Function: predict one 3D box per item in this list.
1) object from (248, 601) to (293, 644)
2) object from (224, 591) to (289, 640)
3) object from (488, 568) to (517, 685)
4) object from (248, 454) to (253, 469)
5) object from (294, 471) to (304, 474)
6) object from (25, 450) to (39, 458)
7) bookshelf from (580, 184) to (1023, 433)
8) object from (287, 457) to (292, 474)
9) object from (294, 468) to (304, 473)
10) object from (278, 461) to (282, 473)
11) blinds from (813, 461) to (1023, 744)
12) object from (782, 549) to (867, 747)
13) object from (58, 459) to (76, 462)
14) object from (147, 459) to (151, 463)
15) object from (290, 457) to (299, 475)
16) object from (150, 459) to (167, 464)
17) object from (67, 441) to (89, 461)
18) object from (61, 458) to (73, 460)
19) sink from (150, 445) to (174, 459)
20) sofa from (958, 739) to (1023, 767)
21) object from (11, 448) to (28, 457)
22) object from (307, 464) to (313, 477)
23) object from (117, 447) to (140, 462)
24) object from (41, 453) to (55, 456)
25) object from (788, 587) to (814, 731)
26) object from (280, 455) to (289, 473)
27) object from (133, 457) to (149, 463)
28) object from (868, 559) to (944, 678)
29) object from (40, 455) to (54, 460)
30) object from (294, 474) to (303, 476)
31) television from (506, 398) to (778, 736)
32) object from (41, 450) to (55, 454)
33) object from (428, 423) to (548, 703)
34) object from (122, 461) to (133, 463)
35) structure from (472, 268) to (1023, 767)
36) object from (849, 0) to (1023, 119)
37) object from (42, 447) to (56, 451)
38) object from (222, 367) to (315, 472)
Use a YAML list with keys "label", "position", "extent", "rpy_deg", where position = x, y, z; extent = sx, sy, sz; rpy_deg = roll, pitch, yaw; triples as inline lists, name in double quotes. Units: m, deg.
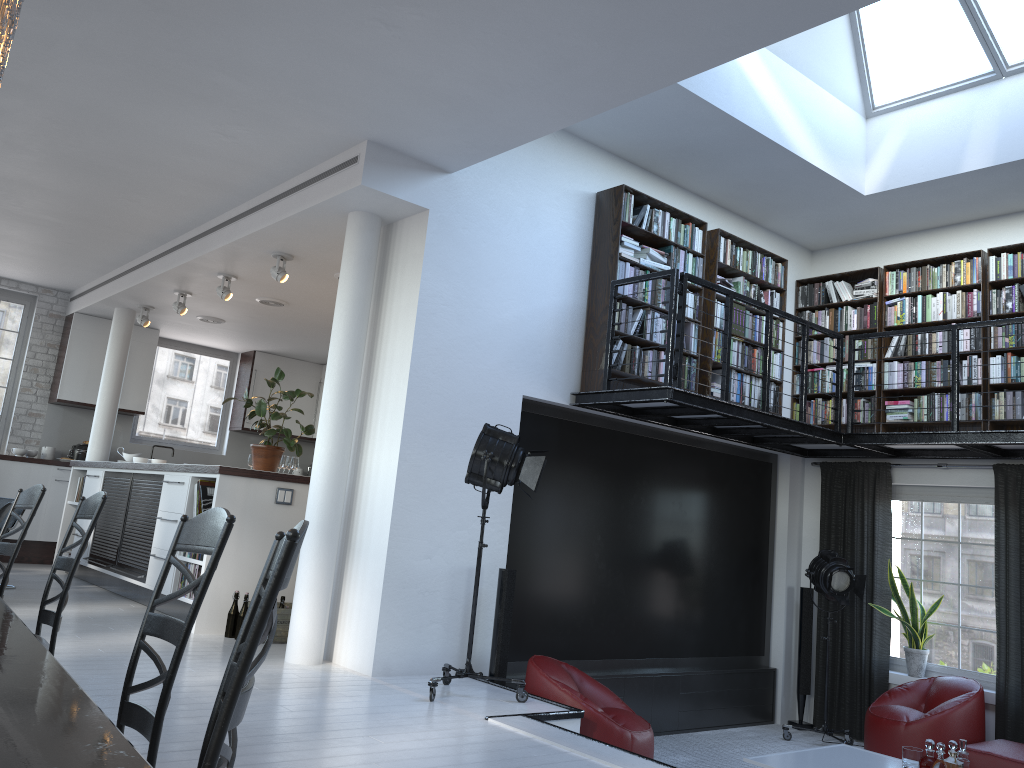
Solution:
- label: "object"
  position: [-1.686, 1.746, 6.502]
  extent: [0.453, 0.250, 0.388]
  rpy_deg: [12, -12, -33]
- label: "object"
  position: [-1.775, 1.688, 6.435]
  extent: [0.555, 0.327, 0.287]
  rpy_deg: [8, -10, -12]
- label: "object"
  position: [-0.102, 1.831, 5.783]
  extent: [0.157, 1.230, 0.156]
  rpy_deg: [-1, -13, 31]
- label: "object"
  position: [-2.599, 0.814, 8.836]
  extent: [0.082, 0.224, 0.082]
  rpy_deg: [6, -11, -2]
- label: "object"
  position: [-3.095, 1.291, 12.820]
  extent: [0.153, 0.067, 0.151]
  rpy_deg: [5, -9, 7]
- label: "object"
  position: [-5.736, 0.838, 10.562]
  extent: [0.156, 0.093, 0.155]
  rpy_deg: [0, -11, 31]
- label: "bookshelf"
  position: [3.204, -0.579, 6.109]
  extent: [3.074, 1.627, 4.465]
  rpy_deg: [14, -12, -39]
- label: "object"
  position: [-2.162, 0.819, 8.593]
  extent: [0.083, 0.224, 0.082]
  rpy_deg: [3, -11, 15]
- label: "object"
  position: [-3.095, 1.260, 12.827]
  extent: [0.153, 0.070, 0.151]
  rpy_deg: [5, -10, 7]
- label: "object"
  position: [-2.240, 0.804, 8.550]
  extent: [0.083, 0.224, 0.082]
  rpy_deg: [2, -11, 17]
- label: "blinds"
  position: [3.588, 1.824, 7.196]
  extent: [0.125, 2.402, 2.502]
  rpy_deg: [15, -13, -38]
- label: "object"
  position: [3.556, 2.173, 6.733]
  extent: [2.904, 1.589, 0.748]
  rpy_deg: [-1, -13, 34]
- label: "object"
  position: [-5.323, 0.924, 10.628]
  extent: [0.261, 0.028, 0.260]
  rpy_deg: [-1, -12, 38]
- label: "object"
  position: [-3.860, 0.859, 9.520]
  extent: [0.156, 0.093, 0.155]
  rpy_deg: [-1, -12, 36]
- label: "object"
  position: [-2.096, 0.814, 8.517]
  extent: [0.082, 0.224, 0.082]
  rpy_deg: [11, -12, -25]
- label: "object"
  position: [-3.747, 0.849, 9.385]
  extent: [0.156, 0.093, 0.156]
  rpy_deg: [10, -11, -24]
- label: "object"
  position: [-5.270, 0.850, 10.973]
  extent: [0.412, 0.293, 0.278]
  rpy_deg: [14, -13, -38]
- label: "object"
  position: [-5.329, 0.908, 10.630]
  extent: [0.138, 0.044, 0.135]
  rpy_deg: [4, -10, 13]
- label: "sink"
  position: [-3.855, 0.990, 10.128]
  extent: [0.645, 0.523, 0.545]
  rpy_deg: [14, -13, -38]
- label: "sofa"
  position: [3.365, 2.318, 4.721]
  extent: [3.264, 0.660, 2.536]
  rpy_deg: [13, -12, -39]
- label: "object"
  position: [-5.782, 0.808, 10.405]
  extent: [0.156, 0.093, 0.156]
  rpy_deg: [14, -13, -40]
- label: "object"
  position: [-2.644, 1.353, 12.714]
  extent: [0.242, 0.377, 0.873]
  rpy_deg: [16, -13, -42]
- label: "object"
  position: [-4.289, 0.803, 9.918]
  extent: [0.269, 0.174, 0.130]
  rpy_deg: [7, -11, -10]
- label: "object"
  position: [-5.650, 0.866, 10.782]
  extent: [0.153, 0.074, 0.152]
  rpy_deg: [13, -12, -36]
- label: "object"
  position: [2.626, 2.464, 8.000]
  extent: [0.157, 1.230, 0.157]
  rpy_deg: [11, -12, -23]
- label: "object"
  position: [-2.180, 0.798, 8.476]
  extent: [0.082, 0.224, 0.082]
  rpy_deg: [7, -11, -6]
- label: "object"
  position: [-3.919, 0.824, 9.342]
  extent: [0.156, 0.093, 0.156]
  rpy_deg: [13, -12, -38]
- label: "object"
  position: [3.241, 1.966, 7.505]
  extent: [0.524, 0.946, 0.551]
  rpy_deg: [12, -12, -28]
- label: "object"
  position: [-5.653, 0.901, 10.778]
  extent: [0.153, 0.056, 0.152]
  rpy_deg: [5, -9, 4]
- label: "object"
  position: [-3.098, 1.321, 12.816]
  extent: [0.152, 0.077, 0.153]
  rpy_deg: [9, -10, -18]
- label: "television"
  position: [1.171, 1.572, 7.213]
  extent: [3.337, 2.444, 0.116]
  rpy_deg: [14, -14, -38]
- label: "object"
  position: [-5.647, 0.836, 10.787]
  extent: [0.153, 0.063, 0.152]
  rpy_deg: [7, -10, -10]
- label: "object"
  position: [-0.103, 1.025, 5.232]
  extent: [0.545, 1.590, 0.606]
  rpy_deg: [5, -11, 5]
- label: "object"
  position: [-4.273, 0.884, 9.908]
  extent: [0.261, 0.028, 0.260]
  rpy_deg: [-1, -12, 38]
- label: "structure"
  position: [2.456, 0.923, 5.316]
  extent: [4.594, 3.378, 4.478]
  rpy_deg: [14, -13, -38]
- label: "object"
  position: [3.373, -2.754, 6.505]
  extent: [1.180, 0.638, 2.216]
  rpy_deg: [14, -12, -39]
- label: "object"
  position: [-5.646, 0.804, 10.794]
  extent: [0.154, 0.075, 0.152]
  rpy_deg: [3, -10, 18]
- label: "object"
  position: [-2.035, 0.298, 7.421]
  extent: [0.775, 0.897, 0.433]
  rpy_deg: [2, -11, 18]
